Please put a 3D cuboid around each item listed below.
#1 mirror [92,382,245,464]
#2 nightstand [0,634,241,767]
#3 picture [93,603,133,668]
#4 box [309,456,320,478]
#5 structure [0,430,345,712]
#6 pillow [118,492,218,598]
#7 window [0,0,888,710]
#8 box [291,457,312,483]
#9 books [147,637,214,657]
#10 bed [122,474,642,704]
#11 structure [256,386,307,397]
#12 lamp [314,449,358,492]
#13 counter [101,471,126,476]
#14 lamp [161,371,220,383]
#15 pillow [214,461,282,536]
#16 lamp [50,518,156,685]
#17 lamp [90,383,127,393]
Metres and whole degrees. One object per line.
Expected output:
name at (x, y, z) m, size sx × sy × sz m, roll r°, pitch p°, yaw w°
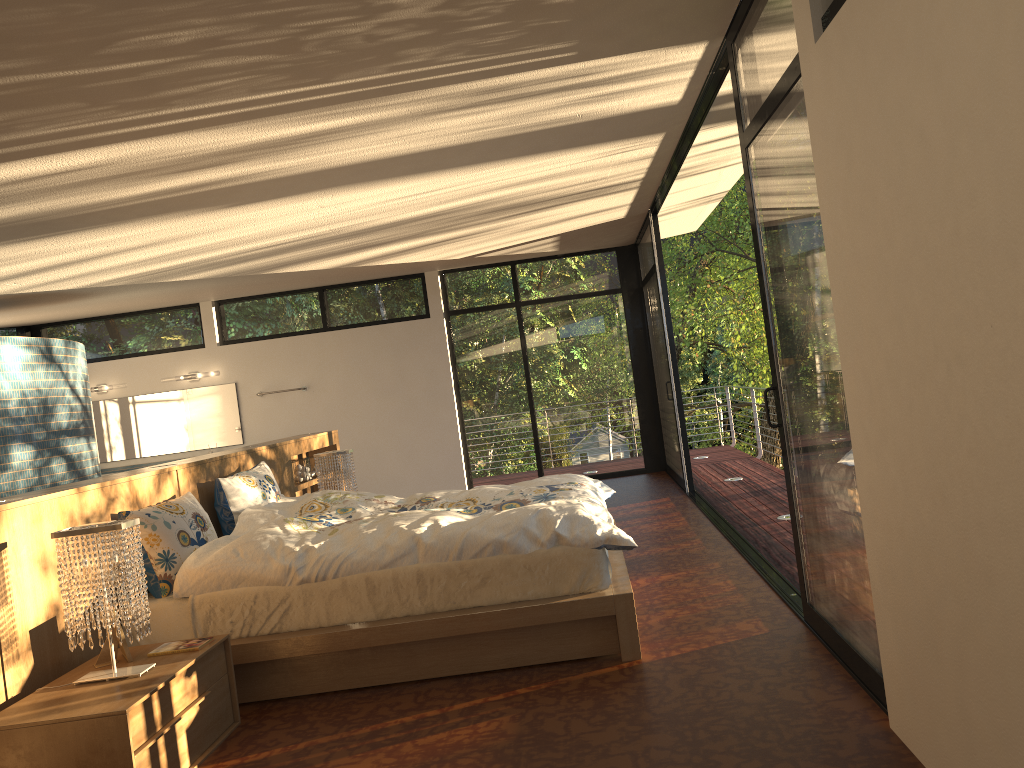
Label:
mirror at (-3.897, 0.444, 9.568) m, size 1.958 × 0.678 × 0.100 m, roll -8°, pitch 0°, yaw 0°
nightstand at (-1.327, 1.165, 3.004) m, size 0.476 × 0.347 × 0.777 m, roll -8°, pitch 0°, yaw 3°
picture at (-1.460, 0.906, 3.199) m, size 0.118 × 0.202 × 0.152 m, roll -7°, pitch 0°, yaw -33°
box at (-1.516, 0.636, 6.812) m, size 0.133 × 0.156 × 0.157 m, roll -8°, pitch 0°, yaw 3°
structure at (-1.727, 0.902, 4.310) m, size 0.307 × 0.974 × 5.809 m, roll -8°, pitch 0°, yaw 4°
pillow at (-1.519, 0.718, 3.980) m, size 0.267 × 0.404 × 0.604 m, roll -8°, pitch 0°, yaw 5°
window at (-2.130, 0.180, 4.594) m, size 6.833 × 2.514 × 10.332 m, roll -8°, pitch 0°, yaw 2°
box at (-1.550, 0.633, 6.482) m, size 0.116 × 0.171 × 0.125 m, roll -8°, pitch 0°, yaw 2°
books at (-1.221, 0.971, 3.264) m, size 0.188 × 0.012 × 0.134 m, roll -8°, pitch 0°, yaw 2°
bed at (-0.481, 0.870, 4.433) m, size 2.150 × 0.712 × 1.832 m, roll -8°, pitch 0°, yaw 2°
structure at (-2.480, 0.081, 9.515) m, size 0.538 × 0.056 × 0.199 m, roll -8°, pitch 0°, yaw 1°
lamp at (-1.164, 0.818, 6.063) m, size 0.260 × 0.730 × 0.163 m, roll -8°, pitch 0°, yaw 1°
counter at (-3.846, 0.955, 9.260) m, size 2.277 × 0.111 × 0.550 m, roll -8°, pitch 0°, yaw 0°
lamp at (-3.436, -0.077, 9.482) m, size 0.619 × 0.070 × 0.117 m, roll -8°, pitch 0°, yaw 0°
pillow at (-1.427, 0.666, 4.845) m, size 0.251 × 0.439 × 0.624 m, roll -8°, pitch 0°, yaw 7°
lamp at (-1.385, 0.734, 3.007) m, size 0.247 × 0.522 × 0.124 m, roll -8°, pitch 0°, yaw 1°
lamp at (-4.432, 0.055, 9.486) m, size 0.619 × 0.070 × 0.117 m, roll -8°, pitch 0°, yaw 0°
